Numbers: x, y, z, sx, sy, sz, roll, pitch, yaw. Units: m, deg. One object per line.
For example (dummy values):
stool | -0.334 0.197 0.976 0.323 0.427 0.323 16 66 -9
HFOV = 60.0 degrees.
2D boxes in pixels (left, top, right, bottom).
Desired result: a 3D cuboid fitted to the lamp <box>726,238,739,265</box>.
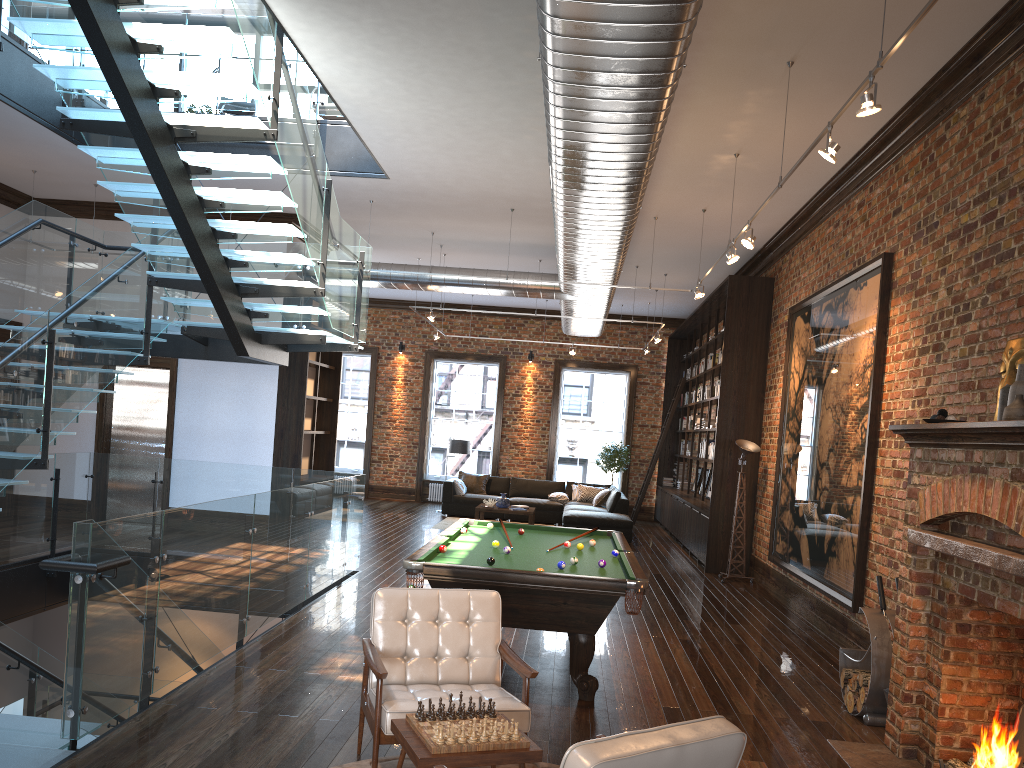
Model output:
lamp | 1.983 -1.186 7.935 0.114 0.230 0.113 4 1 -17

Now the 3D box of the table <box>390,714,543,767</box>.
table | -0.205 1.620 3.490 0.517 0.495 0.462 5 -1 -21

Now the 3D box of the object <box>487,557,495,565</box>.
object | -0.141 1.181 5.912 0.057 0.057 0.057 4 -1 9

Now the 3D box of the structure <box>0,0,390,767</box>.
structure | -3.420 0.023 6.546 3.574 14.516 7.039 4 1 4

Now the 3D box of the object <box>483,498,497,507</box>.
object | -0.370 2.087 15.553 0.218 0.160 0.218 6 -2 -44

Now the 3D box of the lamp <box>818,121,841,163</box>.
lamp | 1.787 -1.362 5.001 0.114 0.230 0.113 4 1 -22

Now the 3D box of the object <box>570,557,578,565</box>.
object | 0.436 1.242 6.229 0.057 0.057 0.057 4 -1 43

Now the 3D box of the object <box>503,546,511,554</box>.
object | -0.037 1.223 6.521 0.057 0.057 0.057 5 -1 -26

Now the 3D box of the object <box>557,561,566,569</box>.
object | 0.334 1.221 5.974 0.057 0.057 0.057 4 -1 9

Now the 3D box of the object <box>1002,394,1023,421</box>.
object | 2.543 0.136 4.456 0.136 0.169 0.135 4 0 -44

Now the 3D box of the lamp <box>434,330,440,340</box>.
lamp | -1.426 -0.948 16.930 0.113 0.230 0.114 5 1 45

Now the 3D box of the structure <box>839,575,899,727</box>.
structure | 2.517 1.732 5.754 0.537 0.920 0.927 4 -1 4

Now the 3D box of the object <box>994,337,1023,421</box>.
object | 2.838 0.007 5.034 0.125 0.536 0.408 4 0 4

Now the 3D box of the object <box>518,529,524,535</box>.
object | 0.081 1.303 7.812 0.057 0.057 0.057 5 -1 -38

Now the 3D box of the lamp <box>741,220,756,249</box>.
lamp | 1.941 -1.225 7.271 0.113 0.230 0.114 5 1 33

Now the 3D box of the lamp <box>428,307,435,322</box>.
lamp | -1.272 -1.099 13.978 0.113 0.230 0.113 5 1 25

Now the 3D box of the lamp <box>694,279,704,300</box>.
lamp | 2.118 -1.062 9.995 0.113 0.230 0.114 5 1 18

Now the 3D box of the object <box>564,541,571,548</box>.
object | 0.445 1.292 7.123 0.057 0.057 0.057 5 -1 -31

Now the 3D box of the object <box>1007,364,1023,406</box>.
object | 2.683 0.067 4.647 0.145 0.350 0.145 5 1 40

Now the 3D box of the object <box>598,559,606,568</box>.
object | 0.630 1.255 6.200 0.057 0.057 0.057 4 -1 26

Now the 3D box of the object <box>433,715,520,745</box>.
object | -0.130 1.299 3.367 0.335 0.101 0.075 5 0 -21

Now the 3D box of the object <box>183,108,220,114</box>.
object | -5.304 -3.827 15.092 0.814 1.867 0.797 4 1 -38

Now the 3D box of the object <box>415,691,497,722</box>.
object | -0.223 1.305 3.608 0.335 0.101 0.075 5 0 -21

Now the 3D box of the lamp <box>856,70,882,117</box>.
lamp | 1.742 -1.412 4.313 0.117 0.213 0.117 4 1 -45

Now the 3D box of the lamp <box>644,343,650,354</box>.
lamp | 2.554 -0.663 16.673 0.113 0.230 0.114 5 1 43

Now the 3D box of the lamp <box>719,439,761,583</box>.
lamp | 2.939 1.621 11.297 0.424 1.830 0.506 5 1 9

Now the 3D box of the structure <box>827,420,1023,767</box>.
structure | 2.322 1.152 4.323 0.886 1.909 2.000 4 -1 4

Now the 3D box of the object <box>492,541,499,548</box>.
object | -0.126 1.233 6.823 0.057 0.057 0.057 4 -1 41

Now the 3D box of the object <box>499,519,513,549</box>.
object | -0.053 1.273 7.608 0.028 0.072 1.606 4 -3 -4

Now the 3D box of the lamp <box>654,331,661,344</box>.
lamp | 2.420 -0.783 14.672 0.114 0.230 0.113 4 1 -20

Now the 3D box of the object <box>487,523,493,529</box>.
object | -0.198 1.297 8.102 0.057 0.058 0.057 4 -1 5

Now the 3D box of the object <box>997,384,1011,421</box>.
object | 2.696 0.126 4.794 0.118 0.250 0.117 4 1 -38

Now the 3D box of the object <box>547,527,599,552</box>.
object | 0.540 1.315 7.569 0.028 0.072 1.609 5 -3 20

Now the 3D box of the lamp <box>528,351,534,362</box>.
lamp | 0.414 -0.602 19.361 0.126 0.237 0.155 4 0 4

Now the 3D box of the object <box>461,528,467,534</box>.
object | -0.407 1.251 7.546 0.057 0.057 0.057 4 -1 2

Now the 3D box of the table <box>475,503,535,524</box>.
table | -0.113 2.372 15.778 1.000 0.346 1.001 4 -3 4

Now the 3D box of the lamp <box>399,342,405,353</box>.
lamp | -2.436 -0.806 19.545 0.126 0.237 0.155 4 0 4

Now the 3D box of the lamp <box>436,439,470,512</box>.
lamp | -1.188 1.832 17.563 0.685 1.469 0.420 5 1 33

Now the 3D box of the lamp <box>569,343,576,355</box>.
lamp | 1.221 -0.700 17.824 0.114 0.230 0.113 4 1 -27

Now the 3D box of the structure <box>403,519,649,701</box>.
structure | 0.143 1.658 6.934 1.552 0.852 2.959 4 -3 4

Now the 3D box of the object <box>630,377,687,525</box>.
object | 2.983 1.384 18.187 0.896 3.081 0.494 4 2 4

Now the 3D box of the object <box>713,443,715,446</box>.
object | 3.393 1.110 14.610 0.166 0.283 0.015 4 2 4

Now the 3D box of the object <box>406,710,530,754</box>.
object | -0.181 1.364 3.489 0.389 0.029 0.387 6 -3 -21

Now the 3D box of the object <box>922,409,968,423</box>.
object | 2.453 0.193 5.021 0.237 0.105 0.237 4 -2 14

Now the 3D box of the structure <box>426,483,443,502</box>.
structure | -1.237 2.439 19.667 1.301 0.396 0.215 4 1 4

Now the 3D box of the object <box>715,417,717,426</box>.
object | 3.227 0.550 13.873 0.069 0.289 0.117 4 1 -3

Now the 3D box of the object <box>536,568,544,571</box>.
object | 0.177 1.188 5.589 0.057 0.057 0.057 4 -1 22

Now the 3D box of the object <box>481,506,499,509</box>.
object | -0.385 2.156 15.545 0.266 0.018 0.202 3 -4 28

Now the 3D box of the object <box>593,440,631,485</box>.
object | 2.116 2.136 19.059 0.811 1.867 0.800 5 1 12

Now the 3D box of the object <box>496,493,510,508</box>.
object | -0.160 2.066 15.703 0.215 0.251 0.215 4 0 37
